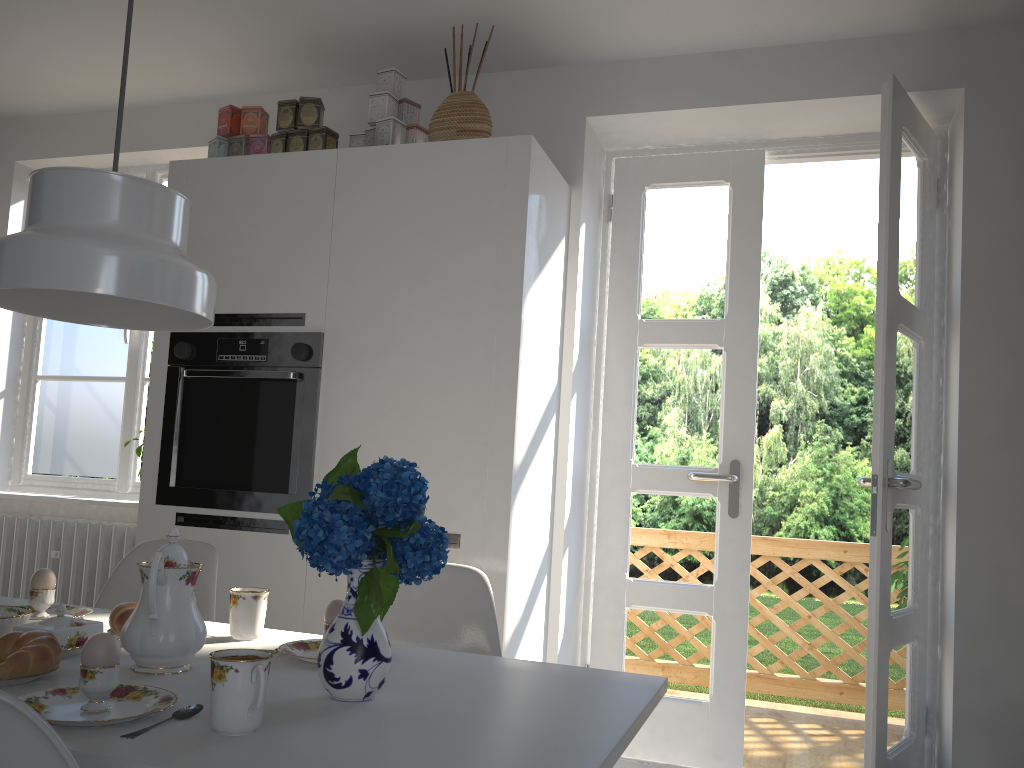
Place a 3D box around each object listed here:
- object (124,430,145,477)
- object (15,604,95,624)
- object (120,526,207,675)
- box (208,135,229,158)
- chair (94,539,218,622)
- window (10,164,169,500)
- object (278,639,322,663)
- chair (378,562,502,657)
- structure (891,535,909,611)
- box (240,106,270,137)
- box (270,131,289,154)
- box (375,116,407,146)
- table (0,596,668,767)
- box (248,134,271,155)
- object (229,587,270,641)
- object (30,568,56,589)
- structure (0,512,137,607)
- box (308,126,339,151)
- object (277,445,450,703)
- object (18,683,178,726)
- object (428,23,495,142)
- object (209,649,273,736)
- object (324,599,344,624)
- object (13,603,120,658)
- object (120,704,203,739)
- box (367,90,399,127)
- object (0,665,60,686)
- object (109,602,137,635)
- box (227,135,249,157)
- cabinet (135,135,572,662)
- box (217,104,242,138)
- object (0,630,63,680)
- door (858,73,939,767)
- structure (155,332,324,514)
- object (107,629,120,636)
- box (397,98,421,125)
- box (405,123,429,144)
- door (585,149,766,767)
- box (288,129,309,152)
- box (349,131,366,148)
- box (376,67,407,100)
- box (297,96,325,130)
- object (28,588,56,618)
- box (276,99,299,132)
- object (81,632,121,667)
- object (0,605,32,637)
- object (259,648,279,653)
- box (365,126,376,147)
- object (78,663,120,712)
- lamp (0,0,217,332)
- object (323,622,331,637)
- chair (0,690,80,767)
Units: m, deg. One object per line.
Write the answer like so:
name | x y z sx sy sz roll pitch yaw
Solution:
object | -1.427 0.243 3.738 0.374 0.529 0.328 3 -5 9
object | -0.966 0.473 1.815 0.201 0.016 0.201 7 -7 -27
object | -0.557 0.345 1.431 0.140 0.230 0.149 0 -6 36
box | -1.076 -0.849 3.281 0.081 0.110 0.081 8 -7 -41
chair | -0.952 0.766 2.014 0.465 0.798 0.544 2 -5 17
window | -1.709 -0.237 4.017 1.285 1.558 0.117 2 -5 18
object | -0.320 0.486 1.603 0.201 0.016 0.201 0 -7 23
chair | -0.249 0.780 1.784 0.465 0.798 0.544 2 -5 12
structure | 2.364 0.975 4.209 1.175 1.276 1.267 1 -6 19
box | -0.947 -0.955 3.262 0.081 0.110 0.081 3 -5 8
box | -0.821 -0.843 3.204 0.081 0.110 0.081 0 -6 33
box | -0.414 -0.841 3.020 0.081 0.110 0.081 0 -6 33
table | -0.730 0.786 1.470 1.825 0.658 0.817 1 -6 18
box | -0.911 -0.845 3.237 0.081 0.110 0.081 2 -5 13
object | -0.524 0.450 1.738 0.091 0.095 0.078 2 -6 17
object | -0.962 0.410 1.819 0.048 0.062 0.048 1 -6 22
structure | -2.266 0.940 3.850 2.100 0.758 0.176 1 -5 18
box | -0.669 -0.842 3.139 0.081 0.110 0.081 1 -6 28
object | -0.218 0.281 1.338 0.236 0.375 0.266 1 -5 20
object | -0.544 0.422 1.158 0.201 0.016 0.201 0 -7 23
object | -0.166 -0.975 2.963 0.229 0.451 0.091 2 -5 19
object | -0.338 0.389 1.115 0.091 0.095 0.078 2 -5 12
object | -0.317 0.422 1.607 0.048 0.062 0.048 1 -6 22
object | -0.771 0.415 1.511 0.140 0.083 0.187 1 -7 18
object | -0.442 0.426 1.122 0.032 0.011 0.140 1 -7 22
box | -0.447 -0.947 3.077 0.081 0.110 0.081 1 -6 23
object | -0.755 0.427 1.306 0.158 0.016 0.158 0 -7 28
object | -0.695 0.444 1.679 0.124 0.057 0.161 5 -7 -17
box | -0.992 -0.847 3.260 0.081 0.110 0.081 1 -6 23
cabinet | -0.572 0.274 3.167 1.377 2.090 0.515 2 -5 18
box | -1.034 -0.959 3.273 0.081 0.110 0.081 -1 -7 38
object | -0.738 0.400 1.317 0.161 0.057 0.124 -1 -7 33
door | 1.279 0.233 2.891 0.156 2.319 0.604 0 -6 38
structure | -0.841 0.142 3.121 0.726 0.607 0.323 1 -5 18
object | -0.680 0.474 1.674 0.158 0.016 0.158 5 -7 -12
box | -0.377 -0.937 3.130 0.081 0.110 0.081 -2 -7 43
box | -0.341 -0.831 3.069 0.081 0.110 0.081 0 -6 33
door | 0.621 0.254 3.406 0.602 2.319 0.157 2 -5 18
box | -0.749 -0.843 3.170 0.081 0.110 0.081 2 -5 18
box | -0.531 -0.832 3.161 0.081 0.110 0.081 2 -5 18
box | -0.429 -1.048 3.141 0.081 0.110 0.081 1 -6 28
box | -0.715 -0.953 3.156 0.081 0.110 0.081 3 -5 -2
object | -0.965 0.447 1.816 0.048 0.057 0.048 7 -6 -31
box | -0.794 -0.954 3.189 0.081 0.110 0.081 2 -5 18
object | -0.540 0.358 1.163 0.048 0.062 0.048 1 -6 22
object | -0.947 0.426 1.579 0.158 0.058 0.159 2 -6 8
object | -0.422 0.487 1.638 0.032 0.011 0.140 1 -7 22
box | -0.463 -0.835 3.097 0.081 0.110 0.081 0 -6 33
object | -0.542 0.395 1.161 0.048 0.057 0.048 7 -6 -31
lamp | -0.681 -0.782 1.605 0.374 1.319 0.373 7 -6 -40
object | -0.319 0.460 1.604 0.048 0.057 0.048 7 -6 -31
chair | -0.526 0.671 0.976 0.465 0.798 0.544 3 -5 7
